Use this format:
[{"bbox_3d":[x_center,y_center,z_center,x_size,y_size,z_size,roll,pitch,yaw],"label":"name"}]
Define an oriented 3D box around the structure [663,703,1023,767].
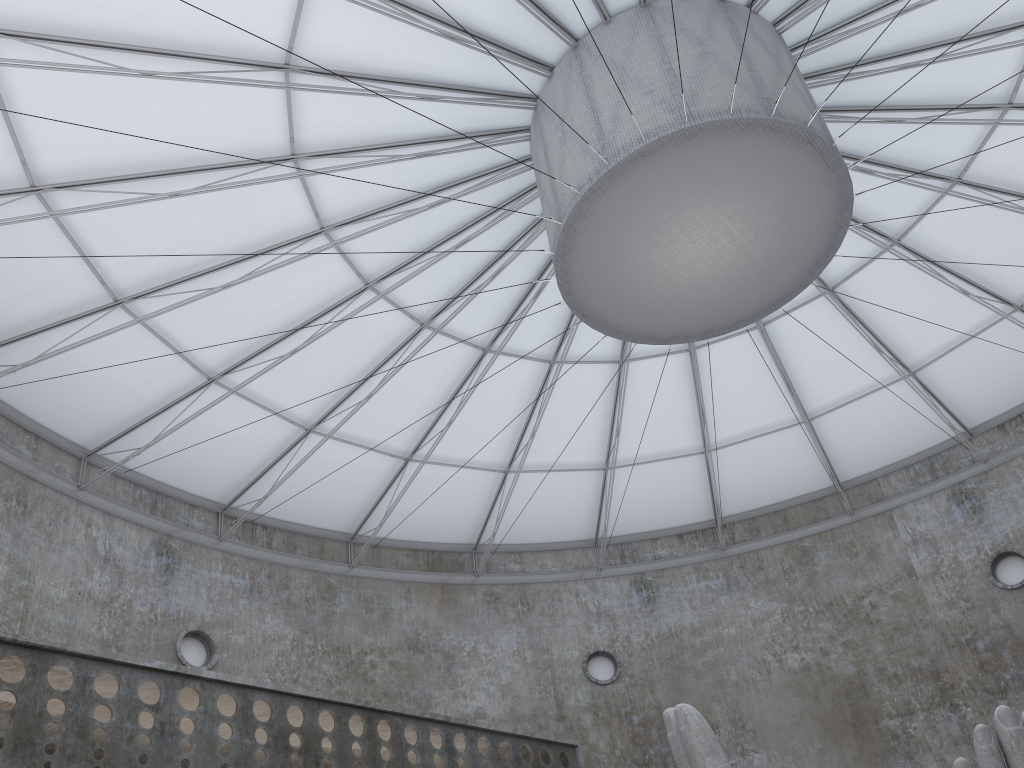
[{"bbox_3d":[7.472,5.851,11.893,10.707,5.553,16.088,-6,-36,-3],"label":"structure"}]
